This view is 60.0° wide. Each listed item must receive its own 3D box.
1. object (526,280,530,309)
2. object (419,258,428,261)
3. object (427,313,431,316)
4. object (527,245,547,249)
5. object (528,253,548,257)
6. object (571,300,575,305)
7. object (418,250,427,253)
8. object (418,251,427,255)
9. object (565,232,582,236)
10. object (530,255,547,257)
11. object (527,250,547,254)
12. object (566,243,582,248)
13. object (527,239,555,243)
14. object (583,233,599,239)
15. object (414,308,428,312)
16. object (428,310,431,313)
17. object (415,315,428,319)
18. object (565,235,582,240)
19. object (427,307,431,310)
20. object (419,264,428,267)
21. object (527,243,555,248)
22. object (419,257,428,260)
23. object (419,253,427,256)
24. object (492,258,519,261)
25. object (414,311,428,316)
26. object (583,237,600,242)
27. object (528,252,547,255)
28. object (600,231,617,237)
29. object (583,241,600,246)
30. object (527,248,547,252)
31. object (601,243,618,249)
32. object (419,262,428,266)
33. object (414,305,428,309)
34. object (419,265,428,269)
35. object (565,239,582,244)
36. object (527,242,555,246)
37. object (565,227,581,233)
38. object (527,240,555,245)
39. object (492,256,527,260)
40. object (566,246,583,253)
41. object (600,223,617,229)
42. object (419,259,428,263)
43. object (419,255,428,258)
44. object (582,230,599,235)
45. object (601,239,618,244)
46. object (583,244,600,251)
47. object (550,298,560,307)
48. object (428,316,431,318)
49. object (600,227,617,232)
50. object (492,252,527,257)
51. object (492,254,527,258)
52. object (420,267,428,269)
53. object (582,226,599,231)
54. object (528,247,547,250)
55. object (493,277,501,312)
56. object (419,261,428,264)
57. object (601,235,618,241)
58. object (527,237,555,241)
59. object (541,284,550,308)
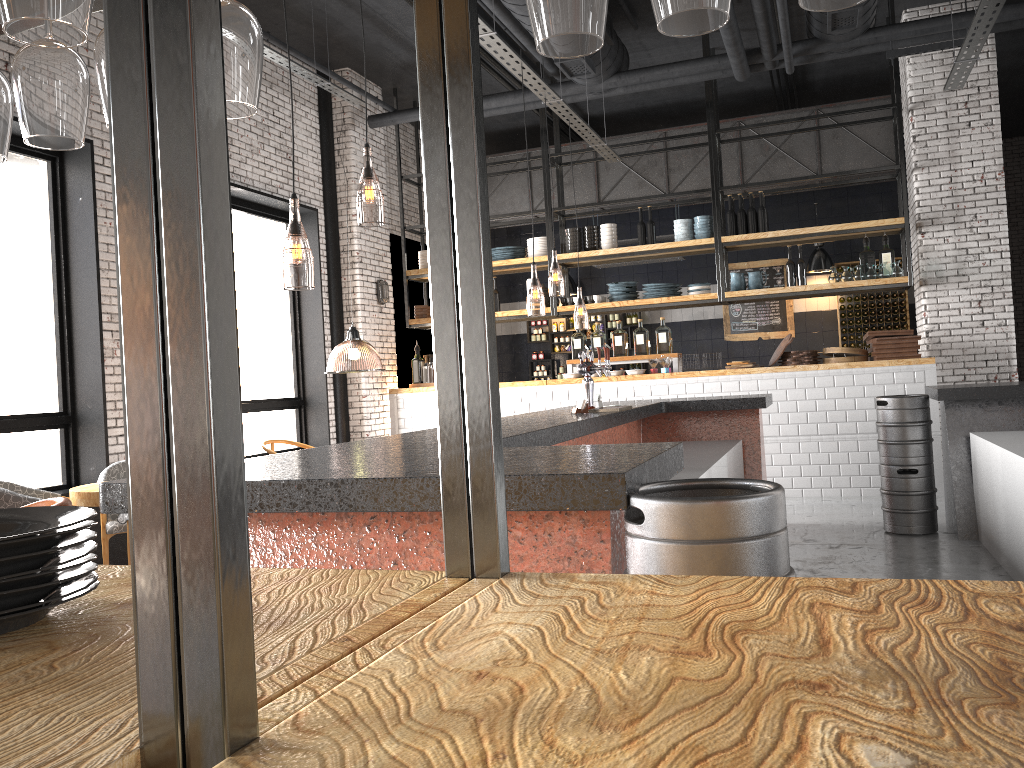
[{"bbox_3d":[0.213,-1.053,10.546,0.132,0.360,0.127,-4,-1,45],"label":"object"},{"bbox_3d":[-0.995,-1.535,11.052,0.335,0.043,0.334,-3,0,-31],"label":"object"},{"bbox_3d":[-1.010,-0.872,11.199,0.157,0.053,0.168,-3,0,20],"label":"object"},{"bbox_3d":[0.350,-1.612,10.575,0.334,0.039,0.335,-3,0,27],"label":"object"},{"bbox_3d":[0.356,-1.519,10.574,0.335,0.046,0.334,-3,0,0],"label":"object"},{"bbox_3d":[0.706,-0.949,10.340,0.072,0.097,0.072,-3,-1,6],"label":"object"},{"bbox_3d":[-1.000,-1.632,11.053,0.334,0.039,0.335,-3,0,10],"label":"object"},{"bbox_3d":[-0.999,-1.613,11.054,0.334,0.042,0.334,-3,0,16],"label":"object"},{"bbox_3d":[0.729,-1.732,10.442,0.196,0.107,0.196,-3,0,-42],"label":"object"},{"bbox_3d":[0.357,-1.499,10.573,0.335,0.033,0.334,-3,0,-32],"label":"object"},{"bbox_3d":[0.353,-1.558,10.574,0.335,0.040,0.334,-3,0,-17],"label":"object"},{"bbox_3d":[0.731,-1.599,10.445,0.196,0.104,0.196,-3,0,-17],"label":"object"},{"bbox_3d":[0.345,-1.690,10.576,0.334,0.039,0.334,-3,0,-5],"label":"object"},{"bbox_3d":[0.926,-1.699,10.373,0.196,0.102,0.196,-3,0,30],"label":"object"},{"bbox_3d":[-1.112,-0.902,10.964,0.157,0.053,0.168,-3,0,20],"label":"object"},{"bbox_3d":[-1.012,-0.908,11.199,0.157,0.053,0.168,-3,0,20],"label":"object"},{"bbox_3d":[-1.107,-0.821,10.963,0.157,0.053,0.168,-3,0,20],"label":"object"},{"bbox_3d":[0.728,-1.687,10.445,0.196,0.100,0.196,-3,0,-15],"label":"object"},{"bbox_3d":[-1.015,-0.950,11.200,0.157,0.053,0.168,-3,0,20],"label":"object"},{"bbox_3d":[-0.991,-1.461,11.050,0.334,0.039,0.335,-3,0,7],"label":"object"},{"bbox_3d":[0.348,-1.632,10.575,0.334,0.043,0.334,-3,0,3],"label":"object"},{"bbox_3d":[-0.995,-1.554,11.052,0.334,0.038,0.335,-3,0,40],"label":"object"},{"bbox_3d":[-0.999,-1.593,11.053,0.334,0.040,0.335,-3,0,10],"label":"object"},{"bbox_3d":[-0.040,-1.473,10.713,0.454,0.033,0.454,-3,0,28],"label":"object"},{"bbox_3d":[-1.110,-0.866,10.964,0.157,0.053,0.168,-3,0,20],"label":"object"},{"bbox_3d":[0.930,-1.655,10.370,0.196,0.107,0.196,-3,0,-9],"label":"object"},{"bbox_3d":[0.355,-1.538,10.573,0.335,0.037,0.334,-3,0,-14],"label":"object"},{"bbox_3d":[1.128,-1.710,10.306,0.196,0.103,0.196,-3,0,36],"label":"object"},{"bbox_3d":[0.933,-1.610,10.374,0.196,0.101,0.196,-3,0,39],"label":"object"},{"bbox_3d":[0.352,-1.577,10.575,0.335,0.039,0.334,-3,0,-14],"label":"object"},{"bbox_3d":[1.136,-1.578,10.297,0.196,0.105,0.196,-3,0,-3],"label":"object"},{"bbox_3d":[-0.992,-1.481,11.052,0.335,0.044,0.334,-3,0,-14],"label":"object"},{"bbox_3d":[-1.114,-0.943,10.965,0.157,0.053,0.168,-3,0,20],"label":"object"},{"bbox_3d":[-0.990,-1.442,11.051,0.335,0.042,0.334,-3,0,-32],"label":"object"},{"bbox_3d":[0.730,-1.643,10.446,0.196,0.102,0.196,-3,0,-42],"label":"object"},{"bbox_3d":[0.348,-1.651,10.576,0.335,0.041,0.334,-3,0,-11],"label":"object"},{"bbox_3d":[0.721,-1.776,10.450,0.196,0.105,0.196,-3,0,41],"label":"object"},{"bbox_3d":[0.346,-1.671,10.577,0.335,0.044,0.334,-3,0,-10],"label":"object"},{"bbox_3d":[-0.040,-1.498,10.714,0.454,0.045,0.454,-3,0,-6],"label":"object"},{"bbox_3d":[0.736,-1.554,10.445,0.196,0.102,0.196,-3,0,32],"label":"object"},{"bbox_3d":[1.125,-1.799,10.307,0.196,0.103,0.196,-3,0,-3],"label":"object"},{"bbox_3d":[-0.994,-1.519,11.052,0.334,0.038,0.335,-3,0,45],"label":"object"},{"bbox_3d":[-0.997,-1.573,11.052,0.335,0.035,0.334,-3,0,-5],"label":"object"},{"bbox_3d":[0.924,-1.743,10.374,0.196,0.102,0.196,-3,0,13],"label":"object"},{"bbox_3d":[1.131,-1.622,10.300,0.196,0.104,0.196,-3,0,-5],"label":"object"},{"bbox_3d":[0.935,-1.566,10.376,0.196,0.104,0.196,-3,0,-34],"label":"object"},{"bbox_3d":[0.472,-0.995,10.681,0.203,0.213,0.203,-3,-1,-33],"label":"object"},{"bbox_3d":[-1.008,-0.827,11.198,0.157,0.053,0.168,-3,0,20],"label":"object"},{"bbox_3d":[1.126,-1.754,10.304,0.196,0.100,0.196,-3,0,16],"label":"object"},{"bbox_3d":[-0.044,-1.544,10.714,0.454,0.038,0.454,-3,0,21],"label":"object"},{"bbox_3d":[-0.043,-1.521,10.714,0.454,0.042,0.454,-3,0,-20],"label":"object"},{"bbox_3d":[-0.988,-1.422,11.049,0.335,0.033,0.334,-3,0,-32],"label":"object"},{"bbox_3d":[0.923,-1.787,10.378,0.196,0.103,0.196,-3,0,-5],"label":"object"},{"bbox_3d":[0.350,-1.597,10.574,0.335,0.040,0.334,-3,0,-26],"label":"object"},{"bbox_3d":[-0.201,-1.085,10.928,0.098,0.471,0.098,-3,-1,-3],"label":"object"},{"bbox_3d":[-0.994,-1.500,11.051,0.334,0.042,0.334,-3,0,-20],"label":"object"},{"bbox_3d":[1.131,-1.666,10.300,0.196,0.104,0.196,-3,0,-35],"label":"object"},{"bbox_3d":[0.344,-1.709,10.577,0.335,0.039,0.334,-3,0,-7],"label":"object"},{"bbox_3d":[0.372,-1.037,10.503,0.196,0.305,0.196,-3,-1,-33],"label":"object"}]
